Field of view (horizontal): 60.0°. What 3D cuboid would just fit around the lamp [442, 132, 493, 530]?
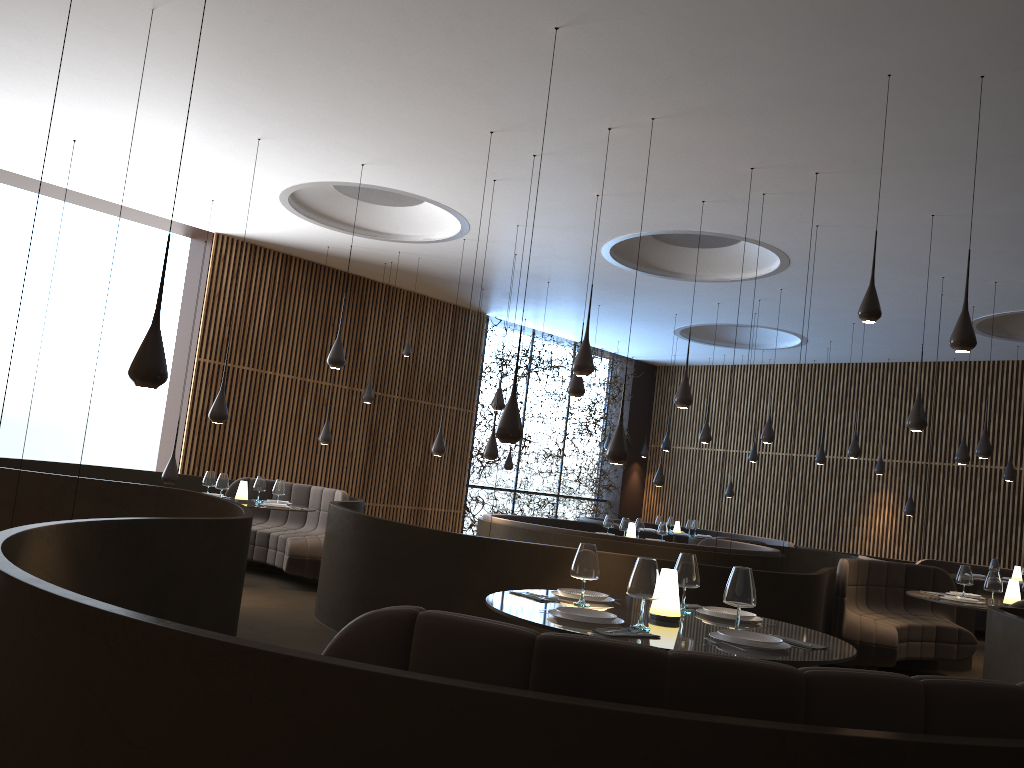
[{"bbox_3d":[-0.555,0.753,7.990,0.196,6.262,0.196,8,-5,-9],"label":"lamp"}]

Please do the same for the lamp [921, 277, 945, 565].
[{"bbox_3d":[5.082,1.752,10.927,0.196,6.262,0.196,8,-5,-9],"label":"lamp"}]

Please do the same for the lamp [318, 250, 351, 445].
[{"bbox_3d":[-2.553,-0.585,13.000,0.196,2.954,0.196,4,-6,31],"label":"lamp"}]

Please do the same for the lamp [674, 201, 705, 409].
[{"bbox_3d":[1.912,-0.849,9.359,0.196,2.219,0.196,2,-7,40],"label":"lamp"}]

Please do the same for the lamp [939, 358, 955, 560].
[{"bbox_3d":[7.717,2.634,15.923,0.196,6.262,0.196,10,-6,-29],"label":"lamp"}]

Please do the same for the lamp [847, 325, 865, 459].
[{"bbox_3d":[5.301,0.026,13.517,0.196,2.219,0.196,8,-5,-9],"label":"lamp"}]

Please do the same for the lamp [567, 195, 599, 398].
[{"bbox_3d":[0.803,-0.953,9.550,0.196,2.219,0.196,11,-6,-39],"label":"lamp"}]

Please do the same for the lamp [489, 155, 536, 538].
[{"bbox_3d":[-0.144,0.853,8.442,0.196,6.262,0.196,11,-6,-39],"label":"lamp"}]

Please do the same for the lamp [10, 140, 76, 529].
[{"bbox_3d":[-4.133,1.000,7.366,0.196,6.262,0.196,10,-6,-29],"label":"lamp"}]

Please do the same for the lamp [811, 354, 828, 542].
[{"bbox_3d":[5.578,2.436,16.392,0.196,6.262,0.196,10,-6,-29],"label":"lamp"}]

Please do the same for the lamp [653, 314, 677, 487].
[{"bbox_3d":[2.644,0.263,15.075,0.196,2.954,0.196,2,-7,40],"label":"lamp"}]

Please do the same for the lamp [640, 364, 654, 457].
[{"bbox_3d":[3.195,0.601,20.698,0.196,2.219,0.196,8,-5,-19],"label":"lamp"}]

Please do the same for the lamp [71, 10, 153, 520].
[{"bbox_3d":[-3.038,-0.015,6.437,0.196,6.262,0.196,10,-6,-29],"label":"lamp"}]

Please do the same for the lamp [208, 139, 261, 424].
[{"bbox_3d":[-2.785,-1.068,9.030,0.196,2.954,0.196,8,-5,-9],"label":"lamp"}]

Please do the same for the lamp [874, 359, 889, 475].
[{"bbox_3d":[7.080,0.619,16.866,0.196,2.219,0.196,4,-6,31],"label":"lamp"}]

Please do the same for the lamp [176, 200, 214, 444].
[{"bbox_3d":[-4.280,0.698,11.328,0.196,6.262,0.196,5,-5,20],"label":"lamp"}]

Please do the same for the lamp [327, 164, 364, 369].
[{"bbox_3d":[-1.738,-1.263,9.455,0.196,2.219,0.196,8,-5,-9],"label":"lamp"}]

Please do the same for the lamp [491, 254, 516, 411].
[{"bbox_3d":[-0.074,-0.727,12.420,0.196,2.219,0.196,2,-7,40],"label":"lamp"}]

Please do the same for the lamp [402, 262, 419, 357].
[{"bbox_3d":[-1.489,-1.157,13.310,0.133,1.505,0.133,2,-7,40],"label":"lamp"}]

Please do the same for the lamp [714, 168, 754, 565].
[{"bbox_3d":[1.909,1.057,8.120,0.196,6.262,0.196,4,-6,31],"label":"lamp"}]

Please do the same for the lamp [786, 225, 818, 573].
[{"bbox_3d":[3.012,1.349,9.534,0.196,6.262,0.196,8,-5,-9],"label":"lamp"}]

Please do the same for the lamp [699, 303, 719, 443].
[{"bbox_3d":[3.144,-0.174,13.948,0.196,2.219,0.196,8,-5,-9],"label":"lamp"}]

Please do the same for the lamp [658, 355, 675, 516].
[{"bbox_3d":[3.200,2.472,19.147,0.196,6.262,0.196,8,-5,-19],"label":"lamp"}]

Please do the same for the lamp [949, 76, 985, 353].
[{"bbox_3d":[2.819,-1.052,5.429,0.153,1.733,0.153,6,-5,11],"label":"lamp"}]

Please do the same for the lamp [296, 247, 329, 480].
[{"bbox_3d":[-3.129,1.033,13.075,0.196,6.262,0.196,10,-6,-36],"label":"lamp"}]

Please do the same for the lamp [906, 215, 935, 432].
[{"bbox_3d":[4.177,-0.627,8.972,0.196,2.219,0.196,7,-5,1],"label":"lamp"}]

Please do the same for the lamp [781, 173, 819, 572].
[{"bbox_3d":[2.498,1.119,8.053,0.196,6.262,0.196,4,-6,31],"label":"lamp"}]

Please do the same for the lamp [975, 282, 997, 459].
[{"bbox_3d":[5.944,-0.180,11.029,0.196,2.219,0.196,8,-5,-9],"label":"lamp"}]

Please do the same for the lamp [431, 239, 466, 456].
[{"bbox_3d":[-0.818,-0.505,11.923,0.196,2.954,0.196,7,-5,1],"label":"lamp"}]

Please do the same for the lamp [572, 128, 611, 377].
[{"bbox_3d":[0.737,-1.165,7.771,0.196,2.219,0.196,8,-5,-9],"label":"lamp"}]

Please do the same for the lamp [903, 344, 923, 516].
[{"bbox_3d":[6.902,0.771,15.147,0.196,2.954,0.196,4,-6,31],"label":"lamp"}]

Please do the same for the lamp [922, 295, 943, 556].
[{"bbox_3d":[5.462,1.889,11.737,0.196,6.262,0.196,8,-5,-9],"label":"lamp"}]

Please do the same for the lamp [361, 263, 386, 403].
[{"bbox_3d":[-2.126,-0.804,13.887,0.196,2.219,0.196,8,-5,-19],"label":"lamp"}]

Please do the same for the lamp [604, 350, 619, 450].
[{"bbox_3d":[2.220,0.342,19.429,0.196,2.219,0.196,8,-5,-19],"label":"lamp"}]

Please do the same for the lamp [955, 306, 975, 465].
[{"bbox_3d":[6.335,0.010,12.318,0.196,2.219,0.196,8,-5,-9],"label":"lamp"}]

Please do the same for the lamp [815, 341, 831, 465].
[{"bbox_3d":[5.603,0.327,15.836,0.196,2.219,0.196,4,-6,31],"label":"lamp"}]

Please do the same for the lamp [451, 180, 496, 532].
[{"bbox_3d":[-0.553,0.902,9.286,0.196,6.262,0.196,11,-6,-39],"label":"lamp"}]

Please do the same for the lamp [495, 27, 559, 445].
[{"bbox_3d":[0.144,-1.055,6.141,0.196,2.954,0.196,8,-5,-9],"label":"lamp"}]

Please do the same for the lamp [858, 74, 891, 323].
[{"bbox_3d":[2.160,-1.099,5.214,0.132,1.495,0.132,11,-6,-39],"label":"lamp"}]

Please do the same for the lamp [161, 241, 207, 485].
[{"bbox_3d":[-3.900,-0.273,10.659,0.196,2.954,0.196,7,-5,1],"label":"lamp"}]

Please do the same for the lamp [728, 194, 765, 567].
[{"bbox_3d":[2.200,1.164,8.752,0.196,6.262,0.196,8,-5,-19],"label":"lamp"}]

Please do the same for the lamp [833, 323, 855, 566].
[{"bbox_3d":[5.154,2.117,14.041,0.196,6.262,0.196,10,-6,-29],"label":"lamp"}]

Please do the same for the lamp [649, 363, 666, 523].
[{"bbox_3d":[3.214,2.613,20.362,0.196,6.262,0.196,8,-5,-19],"label":"lamp"}]

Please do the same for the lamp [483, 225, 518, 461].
[{"bbox_3d":[-0.097,-0.526,11.000,0.196,2.954,0.196,6,-5,11],"label":"lamp"}]

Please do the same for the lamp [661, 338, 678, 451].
[{"bbox_3d":[3.109,0.198,17.262,0.196,2.219,0.196,4,-6,31],"label":"lamp"}]

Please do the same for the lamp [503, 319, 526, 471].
[{"bbox_3d":[0.096,0.197,17.115,0.196,2.954,0.196,8,-5,-9],"label":"lamp"}]

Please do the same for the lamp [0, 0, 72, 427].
[{"bbox_3d":[-2.703,-0.164,4.793,0.196,6.262,0.196,10,-6,-29],"label":"lamp"}]

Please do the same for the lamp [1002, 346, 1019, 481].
[{"bbox_3d":[8.205,0.480,14.503,0.195,2.219,0.196,5,-5,21],"label":"lamp"}]

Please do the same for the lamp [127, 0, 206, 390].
[{"bbox_3d":[-1.705,-1.440,4.674,0.196,2.954,0.196,10,-6,-29],"label":"lamp"}]

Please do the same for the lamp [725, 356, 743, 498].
[{"bbox_3d":[4.638,0.873,18.357,0.196,2.954,0.196,4,-6,31],"label":"lamp"}]

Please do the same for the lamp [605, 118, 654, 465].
[{"bbox_3d":[1.031,-0.802,7.436,0.196,2.954,0.196,11,-6,-39],"label":"lamp"}]

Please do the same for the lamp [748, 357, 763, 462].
[{"bbox_3d":[4.872,0.438,17.554,0.196,2.219,0.196,4,-6,31],"label":"lamp"}]

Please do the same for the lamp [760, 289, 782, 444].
[{"bbox_3d":[3.733,-0.261,12.616,0.196,2.219,0.196,8,-5,-9],"label":"lamp"}]
